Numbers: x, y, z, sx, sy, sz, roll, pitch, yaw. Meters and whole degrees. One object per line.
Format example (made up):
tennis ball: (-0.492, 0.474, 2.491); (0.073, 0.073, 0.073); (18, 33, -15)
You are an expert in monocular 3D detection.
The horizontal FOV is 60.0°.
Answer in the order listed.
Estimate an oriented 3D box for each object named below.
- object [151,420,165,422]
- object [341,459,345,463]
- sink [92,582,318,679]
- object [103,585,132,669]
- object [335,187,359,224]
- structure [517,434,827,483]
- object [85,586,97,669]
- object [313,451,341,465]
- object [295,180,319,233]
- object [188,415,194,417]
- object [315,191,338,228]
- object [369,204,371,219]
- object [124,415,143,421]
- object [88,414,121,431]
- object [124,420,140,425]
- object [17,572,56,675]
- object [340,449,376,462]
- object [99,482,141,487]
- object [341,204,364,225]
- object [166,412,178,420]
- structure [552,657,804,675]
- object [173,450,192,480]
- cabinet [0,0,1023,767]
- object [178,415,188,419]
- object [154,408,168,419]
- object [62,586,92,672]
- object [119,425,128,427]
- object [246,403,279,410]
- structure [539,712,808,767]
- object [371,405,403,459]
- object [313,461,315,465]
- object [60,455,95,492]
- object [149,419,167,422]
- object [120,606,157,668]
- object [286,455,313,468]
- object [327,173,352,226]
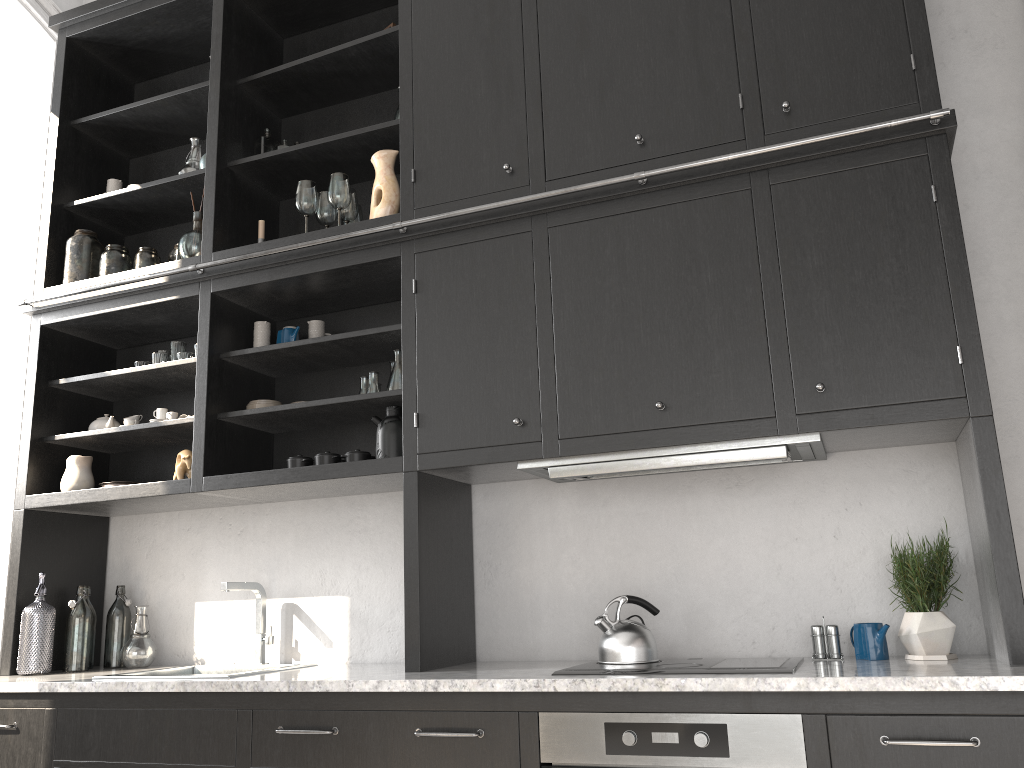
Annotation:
object: (-1.302, 0.150, 3.300); (0.085, 0.016, 0.085); (8, -17, -36)
object: (-0.595, 0.284, 3.048); (0.088, 0.059, 0.104); (9, -18, -39)
sink: (-0.980, 0.912, 2.930); (0.526, 0.504, 0.515); (-7, -14, 20)
object: (-1.487, 0.915, 3.351); (0.086, 0.300, 0.086); (4, -15, -23)
object: (-0.591, -0.591, 3.173); (0.083, 0.220, 0.083); (-7, -14, 19)
structure: (0.473, 0.212, 2.612); (0.844, 0.123, 0.380); (-7, -15, 20)
object: (-1.609, 0.914, 3.330); (0.086, 0.300, 0.086); (-11, -16, 34)
object: (-0.604, 0.250, 2.907); (0.104, 0.059, 0.088); (-2, -14, -1)
object: (-0.721, -0.601, 3.114); (0.083, 0.220, 0.083); (8, -17, -36)
object: (-1.179, 0.133, 3.288); (0.048, 0.041, 0.058); (-2, -14, -1)
object: (-0.668, -0.581, 3.202); (0.083, 0.220, 0.083); (-5, -14, 13)
object: (-0.479, -0.581, 3.232); (0.083, 0.220, 0.083); (-7, -14, 19)
object: (-1.445, 0.138, 3.370); (0.058, 0.047, 0.055); (-12, -17, 35)
object: (-1.581, 0.167, 3.449); (0.125, 0.100, 0.140); (-3, -14, 2)
object: (-1.444, 0.157, 3.365); (0.055, 0.033, 0.058); (-1, -14, -4)
object: (-1.675, 0.843, 3.136); (0.109, 0.348, 0.109); (-3, -13, 2)
object: (-0.503, 0.243, 2.891); (0.088, 0.059, 0.104); (-10, -16, 29)
object: (-1.448, 0.396, 3.317); (0.180, 0.037, 0.180); (-4, -14, 6)
object: (-0.594, -0.559, 3.306); (0.083, 0.220, 0.083); (8, -17, -36)
object: (-1.255, 0.132, 3.263); (0.049, 0.054, 0.039); (10, -18, -42)
structure: (0.453, 0.750, 2.357); (0.592, 0.011, 0.428); (-7, -15, 20)
object: (-1.151, 0.292, 3.126); (0.070, 0.123, 0.173); (8, -17, -36)
cabinet: (-0.311, 0.032, 2.824); (3.252, 3.576, 0.636); (-7, -14, 20)
object: (-1.206, 0.138, 3.288); (0.049, 0.040, 0.056); (-1, -14, -6)
object: (-1.309, 0.121, 3.311); (0.049, 0.055, 0.039); (-14, -18, 40)
object: (-1.571, 0.885, 3.215); (0.086, 0.300, 0.086); (-4, -13, 6)
object: (-1.444, 0.171, 3.363); (0.085, 0.017, 0.085); (-6, -14, 16)
object: (-2.406, 0.460, 0.596); (0.792, 1.839, 5.835); (-9, -15, 25)
structure: (0.467, 1.132, 2.260); (0.622, 0.622, 0.619); (-7, -14, 20)
object: (-0.378, 0.168, 2.883); (0.124, 0.191, 0.129); (9, -18, -40)
object: (-0.685, 0.297, 3.085); (0.088, 0.059, 0.104); (-7, -14, 19)
object: (-1.621, 0.347, 3.321); (0.115, 0.144, 0.127); (-2, -14, 0)
object: (-1.305, 0.144, 3.302); (0.085, 0.016, 0.085); (5, -16, -28)
object: (-1.376, 0.933, 3.279); (0.120, 0.219, 0.132); (-7, -14, 20)
object: (-0.706, 0.265, 2.953); (0.104, 0.059, 0.088); (-4, -14, 9)
object: (-0.598, -0.616, 3.070); (0.083, 0.220, 0.083); (3, -14, -22)
